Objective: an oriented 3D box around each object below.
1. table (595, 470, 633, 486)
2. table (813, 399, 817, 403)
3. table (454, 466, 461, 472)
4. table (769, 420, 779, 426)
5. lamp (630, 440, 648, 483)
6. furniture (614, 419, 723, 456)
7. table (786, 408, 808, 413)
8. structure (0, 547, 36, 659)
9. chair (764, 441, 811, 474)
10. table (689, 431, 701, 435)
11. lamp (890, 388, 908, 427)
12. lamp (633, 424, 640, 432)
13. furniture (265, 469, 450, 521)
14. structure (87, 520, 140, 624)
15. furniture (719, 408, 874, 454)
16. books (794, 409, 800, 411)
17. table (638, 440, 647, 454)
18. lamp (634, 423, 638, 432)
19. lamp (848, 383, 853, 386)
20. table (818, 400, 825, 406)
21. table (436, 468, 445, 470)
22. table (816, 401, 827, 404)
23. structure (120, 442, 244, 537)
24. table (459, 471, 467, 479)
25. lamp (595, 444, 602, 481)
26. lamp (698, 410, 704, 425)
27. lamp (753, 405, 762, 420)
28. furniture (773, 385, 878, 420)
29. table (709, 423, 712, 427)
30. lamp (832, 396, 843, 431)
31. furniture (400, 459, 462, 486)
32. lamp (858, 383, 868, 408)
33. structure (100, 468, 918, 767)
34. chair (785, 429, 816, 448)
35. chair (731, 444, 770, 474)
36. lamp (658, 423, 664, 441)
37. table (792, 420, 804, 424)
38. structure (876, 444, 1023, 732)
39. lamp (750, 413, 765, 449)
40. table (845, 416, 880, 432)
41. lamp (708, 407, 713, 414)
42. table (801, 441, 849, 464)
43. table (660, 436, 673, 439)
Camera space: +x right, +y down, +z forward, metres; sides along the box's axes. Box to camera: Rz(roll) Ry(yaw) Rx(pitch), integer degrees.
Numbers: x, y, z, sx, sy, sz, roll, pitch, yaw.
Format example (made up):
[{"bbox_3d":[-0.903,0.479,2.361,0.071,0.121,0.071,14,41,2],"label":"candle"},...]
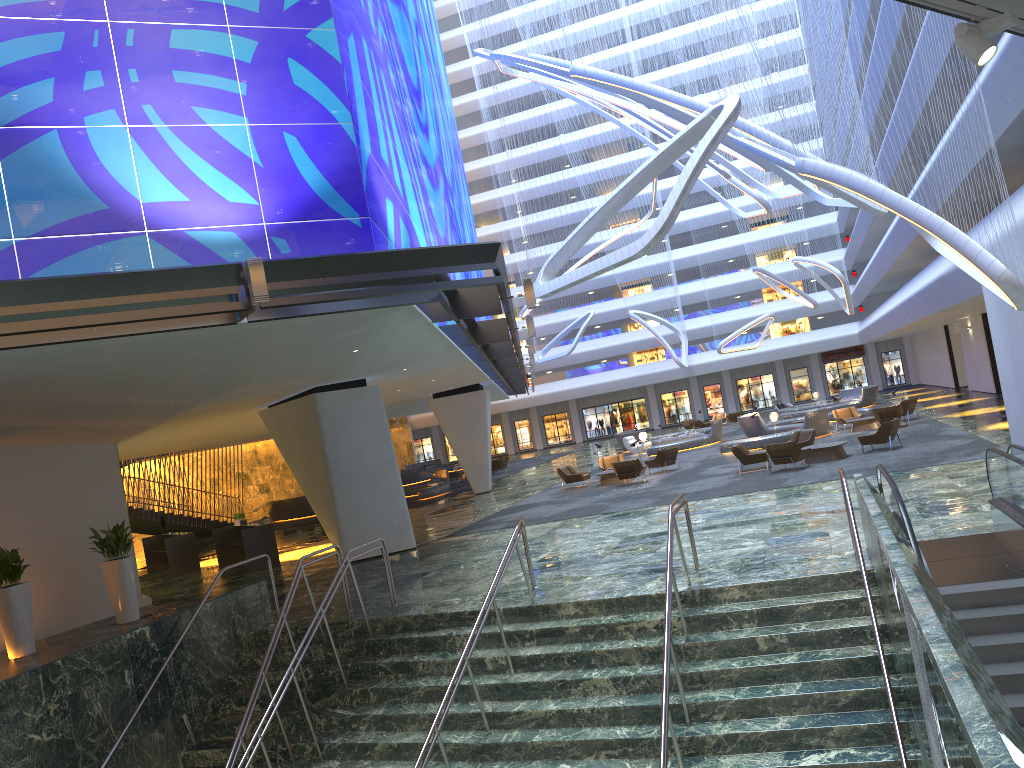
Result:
[{"bbox_3d":[3.329,2.972,28.434,1.205,0.392,1.202,-11,-2,19],"label":"table"},{"bbox_3d":[18.164,1.188,52.829,0.417,0.595,0.429,-10,-1,-28],"label":"table"},{"bbox_3d":[-3.424,5.505,57.437,0.674,0.406,0.671,-11,-2,5],"label":"table"},{"bbox_3d":[10.791,1.824,36.335,0.418,0.595,0.427,-11,-1,18],"label":"table"},{"bbox_3d":[3.830,2.351,26.821,0.385,1.300,0.201,-11,-1,36],"label":"lamp"},{"bbox_3d":[7.395,2.521,42.489,5.191,0.969,9.924,-11,-3,10],"label":"furniture"},{"bbox_3d":[15.379,1.593,47.714,1.205,0.392,1.202,-11,-2,19],"label":"table"},{"bbox_3d":[-8.975,3.868,15.911,0.772,2.050,1.024,-10,-1,-11],"label":"structure"},{"bbox_3d":[7.076,1.845,22.780,0.936,0.766,0.932,-9,-2,-45],"label":"chair"},{"bbox_3d":[9.278,2.578,44.467,0.672,0.406,0.673,-10,-2,-20],"label":"table"},{"bbox_3d":[12.928,0.791,29.645,0.385,1.300,0.201,-11,-1,36],"label":"lamp"},{"bbox_3d":[6.437,2.686,45.313,0.384,1.300,0.201,-11,-1,12],"label":"lamp"},{"bbox_3d":[-7.143,5.130,40.566,9.958,0.969,5.173,-12,-3,35],"label":"furniture"},{"bbox_3d":[-7.870,3.744,17.732,1.022,2.050,0.773,-10,-1,-3],"label":"structure"},{"bbox_3d":[10.820,1.571,35.323,5.202,0.969,9.903,-12,-3,35],"label":"furniture"},{"bbox_3d":[15.243,1.400,47.709,0.396,0.039,0.300,-12,-3,32],"label":"books"},{"bbox_3d":[6.058,2.887,40.544,0.417,0.595,0.428,-10,-1,-7],"label":"table"},{"bbox_3d":[6.774,2.730,47.703,0.201,1.300,0.385,-10,-1,-28],"label":"lamp"},{"bbox_3d":[18.621,0.565,48.383,0.385,1.300,0.201,-11,-1,18],"label":"lamp"},{"bbox_3d":[16.853,1.228,48.244,0.418,0.595,0.427,-11,-1,15],"label":"table"},{"bbox_3d":[-4.672,5.773,58.263,0.669,0.406,0.675,-9,-2,-27],"label":"table"},{"bbox_3d":[17.995,1.272,51.441,0.672,0.406,0.673,-11,-2,15],"label":"table"},{"bbox_3d":[-18.302,4.878,41.044,12.005,6.244,16.470,-11,-2,18],"label":"structure"},{"bbox_3d":[-2.234,4.869,48.003,1.201,0.392,1.206,-10,-2,-17],"label":"table"},{"bbox_3d":[3.020,2.652,30.225,0.202,1.300,0.383,-11,-1,35],"label":"lamp"},{"bbox_3d":[10.752,2.100,50.127,0.201,1.300,0.385,-10,-1,-19],"label":"lamp"},{"bbox_3d":[10.917,1.582,39.114,0.385,1.300,0.201,-11,-1,36],"label":"lamp"},{"bbox_3d":[17.235,0.986,49.000,5.193,0.969,9.919,-11,-3,15],"label":"furniture"},{"bbox_3d":[11.275,2.534,51.788,1.200,0.392,1.207,-9,-3,-36],"label":"table"},{"bbox_3d":[12.117,1.091,33.050,0.202,1.300,0.383,-11,-1,35],"label":"lamp"},{"bbox_3d":[-5.971,5.615,56.442,5.202,0.969,9.903,-12,-3,35],"label":"furniture"},{"bbox_3d":[17.612,0.578,44.455,0.201,1.300,0.385,-10,-1,-22],"label":"lamp"},{"bbox_3d":[-2.160,6.224,3.819,9.322,8.395,19.710,-11,-2,18],"label":"structure"},{"bbox_3d":[8.232,1.750,25.488,0.937,0.766,0.932,-10,-2,-20],"label":"chair"},{"bbox_3d":[6.603,2.005,24.428,0.940,0.766,0.928,-11,-2,20],"label":"chair"},{"bbox_3d":[6.777,2.382,39.868,0.202,1.300,0.384,-10,-1,-6],"label":"lamp"},{"bbox_3d":[12.330,1.680,36.914,1.205,0.392,1.202,-11,-2,19],"label":"table"},{"bbox_3d":[3.966,4.984,2.191,3.022,8.235,19.805,-11,-2,18],"label":"structure"},{"bbox_3d":[8.638,1.654,31.192,0.385,1.300,0.201,-11,-1,36],"label":"lamp"},{"bbox_3d":[12.427,1.412,31.259,1.205,0.392,1.202,-11,-2,18],"label":"table"},{"bbox_3d":[12.019,2.010,53.388,0.383,1.300,0.202,-10,-1,-20],"label":"lamp"},{"bbox_3d":[8.349,1.831,23.673,1.207,0.392,1.200,-12,-3,36],"label":"table"},{"bbox_3d":[7.802,2.861,44.678,0.675,0.406,0.669,-12,-3,38],"label":"table"}]
